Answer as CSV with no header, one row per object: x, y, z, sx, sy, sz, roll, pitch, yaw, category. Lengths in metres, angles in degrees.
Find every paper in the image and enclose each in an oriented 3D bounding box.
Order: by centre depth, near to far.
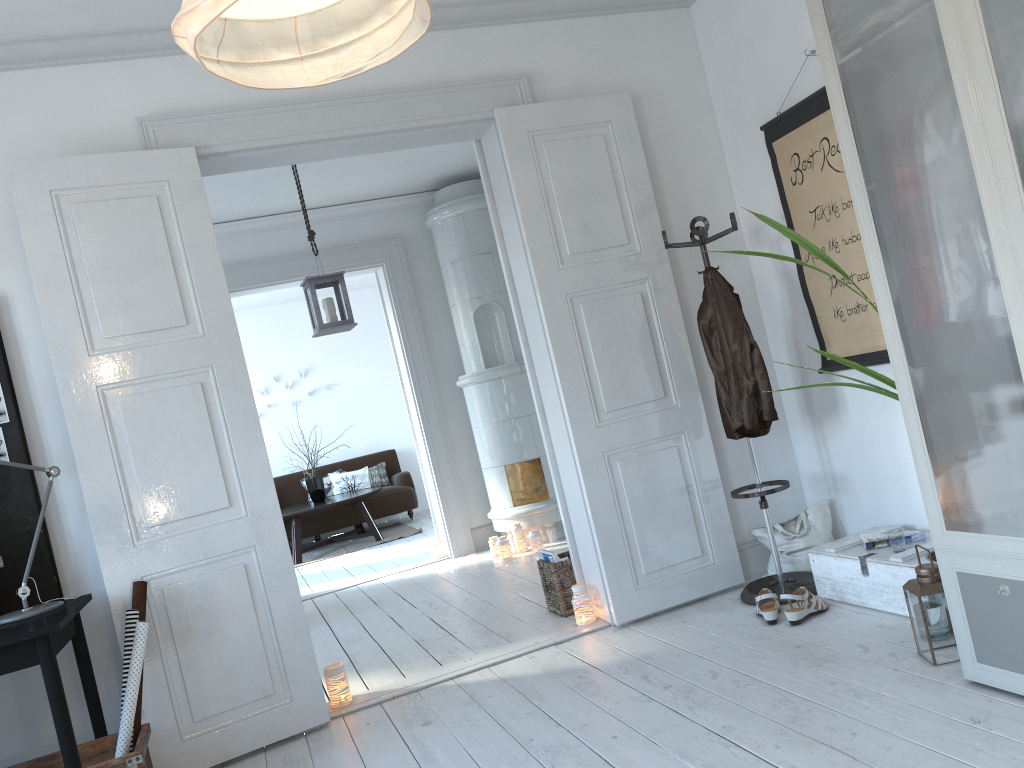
-1.286,1.135,2.959,0.282,0.626,0.041,-13,0,-40,paper
-1.308,1.124,3.016,0.043,0.669,0.266,-13,0,27,paper
-1.315,1.083,3.090,0.048,0.747,0.297,-13,0,27,paper
1.496,0.604,3.492,0.222,0.031,0.175,-14,-1,14,paper

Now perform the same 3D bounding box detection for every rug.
-1.881,1.689,9.227,1.708,0.055,1.458,-13,-1,-18,rug

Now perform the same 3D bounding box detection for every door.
-0.466,0.013,3.869,2.595,2.505,0.578,-13,0,-18,door
-1.386,0.276,6.733,2.595,2.505,0.578,-13,0,-18,door

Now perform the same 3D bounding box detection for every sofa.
-2.200,1.368,9.952,2.162,0.824,0.970,-13,-1,-18,sofa

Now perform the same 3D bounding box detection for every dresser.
1.545,-0.333,1.955,0.630,2.163,1.434,-13,0,-18,dresser

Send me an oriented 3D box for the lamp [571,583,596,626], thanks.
0.323,1.013,4.074,0.092,0.180,0.093,-13,0,-35,lamp

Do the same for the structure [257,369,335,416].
-2.595,0.089,10.408,1.024,0.478,0.085,-13,0,-18,structure

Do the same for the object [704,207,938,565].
1.303,0.067,2.961,1.044,1.554,0.288,-13,0,11,object

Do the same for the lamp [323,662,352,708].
-0.728,1.260,3.705,0.089,0.166,0.089,-13,0,-26,lamp

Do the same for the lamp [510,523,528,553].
0.048,1.107,6.380,0.098,0.210,0.098,-13,0,-14,lamp

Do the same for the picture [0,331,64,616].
-2.233,0.342,3.129,0.951,1.172,0.064,-13,0,-18,picture

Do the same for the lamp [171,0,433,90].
-0.390,-1.028,1.124,0.339,1.231,0.340,-13,0,13,lamp

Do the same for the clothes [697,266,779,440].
0.948,-0.136,3.795,0.237,0.770,0.211,-13,0,15,clothes

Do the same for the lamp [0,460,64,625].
-1.789,0.451,2.945,0.230,0.716,0.615,-13,0,42,lamp

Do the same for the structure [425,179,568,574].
-0.146,-0.101,6.587,0.802,2.827,1.245,-13,0,27,structure

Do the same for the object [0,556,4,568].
-1.806,0.713,3.047,0.137,0.209,0.034,-13,0,-38,object

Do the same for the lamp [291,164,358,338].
-1.228,-1.162,5.128,0.228,1.762,0.229,-13,0,-22,lamp

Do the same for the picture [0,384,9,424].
-1.910,0.077,3.221,0.121,0.153,0.002,-13,0,-18,picture

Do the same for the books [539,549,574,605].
0.291,0.959,4.453,0.200,0.300,0.180,-13,0,-18,books

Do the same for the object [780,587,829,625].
1.152,0.845,3.476,0.099,0.126,0.272,-14,-1,44,object

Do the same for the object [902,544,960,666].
1.322,0.681,2.776,0.132,0.351,0.137,-13,0,4,object

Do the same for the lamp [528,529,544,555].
0.167,1.098,6.159,0.089,0.166,0.089,-13,0,-19,lamp

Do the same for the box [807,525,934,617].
1.500,0.714,3.433,0.375,0.218,0.642,-13,-1,-18,box

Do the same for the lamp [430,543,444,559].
-0.586,1.308,6.927,0.093,0.110,0.093,-13,0,-1,lamp

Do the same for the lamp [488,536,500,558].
-0.120,1.180,6.424,0.084,0.146,0.084,-13,0,-14,lamp

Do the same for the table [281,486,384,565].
-1.926,1.468,9.201,1.297,0.503,1.302,-13,-1,-28,table

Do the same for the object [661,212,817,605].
0.998,0.100,3.867,0.374,1.658,0.375,-13,0,-11,object

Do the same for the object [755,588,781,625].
1.025,0.877,3.581,0.099,0.126,0.272,-13,-1,14,object

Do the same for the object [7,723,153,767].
-1.493,1.379,2.843,0.664,0.282,0.340,-13,-1,-18,object

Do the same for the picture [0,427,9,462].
-1.894,0.230,3.214,0.103,0.136,0.001,-13,0,-18,picture

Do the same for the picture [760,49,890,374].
1.354,-0.719,3.587,0.057,1.313,0.794,-13,0,-18,picture

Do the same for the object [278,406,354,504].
-1.986,0.680,9.173,0.526,1.066,0.844,-13,0,42,object

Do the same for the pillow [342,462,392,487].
-1.682,1.094,10.250,0.541,0.288,0.183,-13,0,-17,pillow

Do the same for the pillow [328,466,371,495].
-1.836,1.115,10.080,0.470,0.309,0.188,-13,0,-18,pillow

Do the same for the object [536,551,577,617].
0.310,0.988,4.456,0.269,0.265,0.224,-13,0,-18,object

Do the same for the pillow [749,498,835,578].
1.317,0.718,4.109,0.317,0.314,0.273,-13,0,-18,pillow

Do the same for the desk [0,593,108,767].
-1.878,1.224,2.731,1.158,0.759,0.652,-13,0,-18,desk

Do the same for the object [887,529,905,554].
1.440,0.589,3.312,0.060,0.081,0.060,-13,0,37,object

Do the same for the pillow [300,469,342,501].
-2.127,1.193,10.061,0.472,0.347,0.158,-13,0,-20,pillow

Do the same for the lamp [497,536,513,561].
-0.053,1.151,6.204,0.089,0.166,0.089,-13,0,-17,lamp
